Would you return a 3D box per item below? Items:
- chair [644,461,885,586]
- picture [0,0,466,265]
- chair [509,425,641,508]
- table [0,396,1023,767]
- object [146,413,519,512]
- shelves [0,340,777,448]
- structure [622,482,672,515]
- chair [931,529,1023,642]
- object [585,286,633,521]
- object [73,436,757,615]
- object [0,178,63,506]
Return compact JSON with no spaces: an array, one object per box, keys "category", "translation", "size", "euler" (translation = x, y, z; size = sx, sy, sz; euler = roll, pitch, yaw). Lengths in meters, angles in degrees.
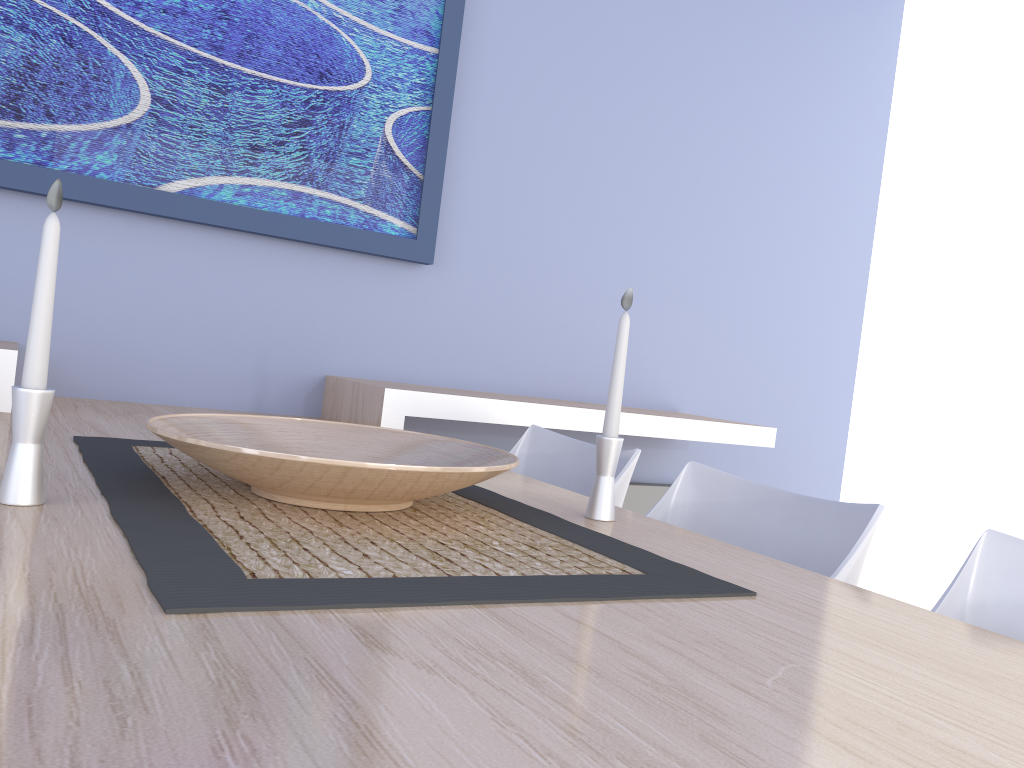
[{"category":"chair","translation":[0.250,0.538,1.425],"size":[0.486,0.793,0.510],"euler":[6,1,-29]},{"category":"picture","translation":[-0.725,-0.856,2.266],"size":[1.252,0.901,0.049],"euler":[6,1,-30]},{"category":"chair","translation":[-0.036,0.493,1.936],"size":[0.486,0.793,0.510],"euler":[6,1,-29]},{"category":"table","translation":[-0.345,0.504,1.309],"size":[1.002,0.718,2.340],"euler":[6,1,-30]},{"category":"object","translation":[-0.240,0.113,1.213],"size":[0.493,0.081,0.493],"euler":[7,1,-11]},{"category":"shelves","translation":[-1.031,0.345,1.992],"size":[3.901,0.840,0.463],"euler":[6,1,-30]},{"category":"structure","translation":[-1.071,0.422,2.183],"size":[3.843,0.503,0.064],"euler":[6,1,-30]},{"category":"chair","translation":[0.541,0.584,0.907],"size":[0.486,0.793,0.510],"euler":[6,1,-30]},{"category":"object","translation":[0.152,0.027,1.321],"size":[0.045,0.349,0.045],"euler":[6,1,-30]},{"category":"object","translation":[-0.241,0.155,1.214],"size":[0.594,0.005,0.986],"euler":[6,1,-30]},{"category":"object","translation":[-0.505,-0.047,0.946],"size":[0.045,0.349,0.045],"euler":[7,1,12]}]
